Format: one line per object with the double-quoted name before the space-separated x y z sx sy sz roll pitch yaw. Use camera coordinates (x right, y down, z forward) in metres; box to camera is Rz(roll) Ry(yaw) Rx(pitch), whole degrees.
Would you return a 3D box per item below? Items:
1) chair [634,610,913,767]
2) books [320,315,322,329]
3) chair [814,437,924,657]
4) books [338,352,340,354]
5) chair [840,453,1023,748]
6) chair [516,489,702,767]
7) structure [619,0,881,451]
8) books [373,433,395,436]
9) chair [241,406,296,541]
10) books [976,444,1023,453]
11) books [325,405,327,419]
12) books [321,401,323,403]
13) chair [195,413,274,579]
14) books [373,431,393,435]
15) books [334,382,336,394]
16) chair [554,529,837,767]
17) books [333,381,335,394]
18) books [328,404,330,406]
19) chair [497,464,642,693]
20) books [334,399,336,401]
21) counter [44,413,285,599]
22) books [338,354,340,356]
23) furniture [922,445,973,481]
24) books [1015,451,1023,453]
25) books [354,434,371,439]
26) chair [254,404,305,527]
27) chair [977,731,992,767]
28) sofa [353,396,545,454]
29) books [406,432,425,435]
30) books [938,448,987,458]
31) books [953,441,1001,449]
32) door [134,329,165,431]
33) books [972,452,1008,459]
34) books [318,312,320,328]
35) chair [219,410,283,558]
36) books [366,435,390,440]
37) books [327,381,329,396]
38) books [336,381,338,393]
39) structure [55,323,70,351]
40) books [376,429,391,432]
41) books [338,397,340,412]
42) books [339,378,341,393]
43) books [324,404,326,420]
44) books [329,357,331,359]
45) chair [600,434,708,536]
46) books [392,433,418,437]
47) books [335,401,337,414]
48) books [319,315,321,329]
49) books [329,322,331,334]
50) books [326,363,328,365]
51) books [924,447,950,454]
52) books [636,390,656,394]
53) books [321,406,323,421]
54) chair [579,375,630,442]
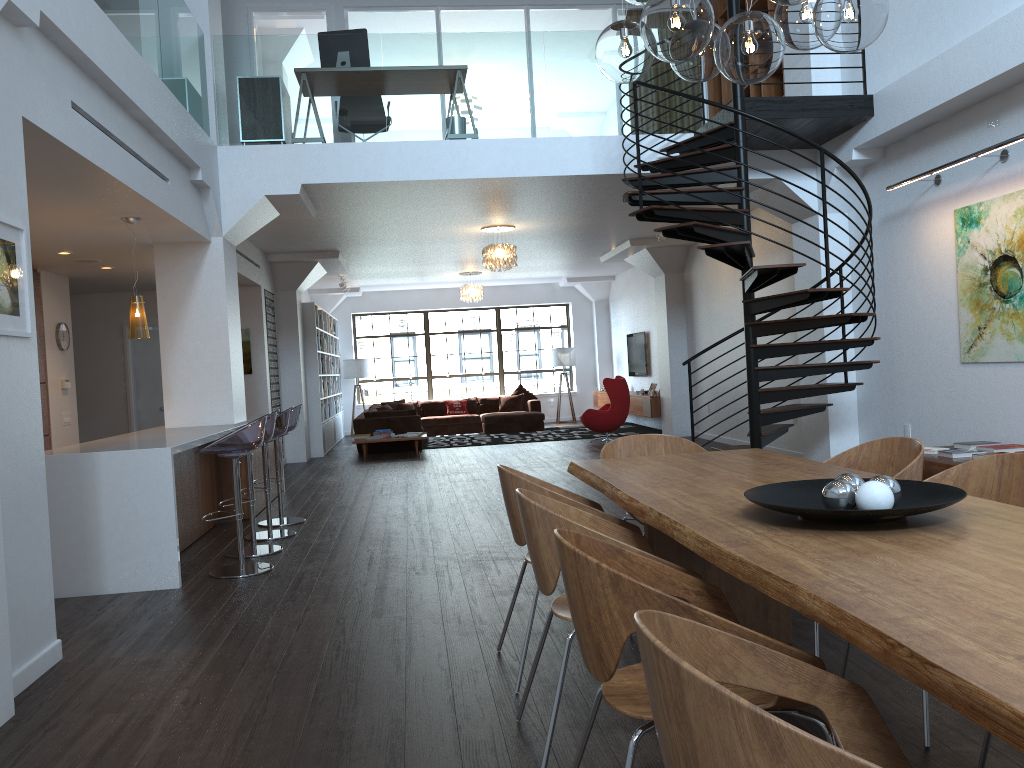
"chair" 0.502 0.757 1.328 0.618 0.833 0.629 -3 1 -7
"books" -3.290 -1.026 14.878 0.182 0.255 0.077 -3 1 -7
"chair" 1.428 0.658 3.755 0.617 0.830 0.629 -3 1 -7
"books" -3.662 -0.617 18.008 0.284 0.033 0.197 -3 1 8
"chair" 1.511 0.669 2.992 0.618 0.833 0.629 -3 1 -5
"chair" 0.325 0.739 2.849 0.618 0.833 0.629 -3 1 -7
"structure" 1.947 -1.200 7.391 1.998 4.352 1.998 -2 1 44
"books" -1.999 0.794 13.806 0.312 0.037 0.216 -4 1 -17
"chair" -1.945 0.697 7.020 0.481 1.014 0.530 -3 1 -9
"books" 3.395 0.449 6.115 0.283 0.043 0.197 -3 1 -7
"books" -3.209 0.481 14.885 0.174 0.236 0.142 -3 1 -7
"books" -3.113 0.297 14.034 0.223 0.027 0.161 -3 1 3
"chair" -1.787 0.712 5.761 0.481 1.014 0.530 -3 1 -5
"books" -2.006 0.759 13.809 0.279 0.035 0.191 -3 1 3
"books" -3.459 0.086 16.928 0.161 0.222 0.084 -3 1 -7
"chair" 0.413 0.748 2.091 0.618 0.833 0.629 -3 1 -7
"books" -3.412 0.075 16.549 0.182 0.253 0.098 -3 1 -7
"books" -3.310 0.472 15.775 0.140 0.231 0.042 -3 1 -7
"chair" 0.253 0.729 3.626 0.618 0.833 0.629 -3 1 -8
"books" -3.442 0.429 16.888 0.176 0.290 0.036 -3 1 -7
"counter" -1.659 0.778 6.101 3.039 0.860 8.182 -4 1 -36
"books" -3.660 -0.583 18.009 0.284 0.035 0.197 -3 1 23
"furniture" 3.238 0.705 5.963 0.907 0.453 1.819 -3 1 -7
"books" 3.436 0.457 5.786 0.224 0.036 0.161 -3 1 -12
"books" -2.307 0.810 13.711 0.241 0.045 0.334 -3 1 -5
"chair" -2.018 0.690 7.647 0.481 1.014 0.530 -3 1 -5
"chair" 1.618 0.677 2.235 0.618 0.833 0.629 -3 1 -7
"sofa" -1.014 0.651 16.192 3.481 0.664 4.197 -3 1 -7
"books" -1.509 0.767 13.795 0.256 0.035 0.350 -3 1 19
"books" 3.065 0.471 6.036 0.247 0.040 0.185 -3 1 -3
"books" 3.377 0.446 6.434 0.254 0.044 0.183 -3 1 -12
"door" -5.249 0.268 12.414 0.826 2.032 0.174 -3 1 -7
"books" 3.153 0.472 5.779 0.224 0.032 0.161 -3 1 -7
"books" -3.268 -1.039 14.585 0.197 0.290 0.136 -3 1 -7
"chair" -1.888 0.706 6.386 0.481 1.014 0.530 -3 1 -9
"books" -2.022 0.804 13.399 0.236 0.035 0.340 -3 1 18
"books" -3.291 0.086 15.485 0.183 0.253 0.034 -3 1 -7
"books" -3.535 0.063 17.501 0.183 0.253 0.042 -3 1 -7
"structure" -4.822 -0.509 9.523 0.040 0.300 0.300 -3 1 -7
"books" -2.003 0.727 13.807 0.224 0.027 0.157 -3 1 -2
"books" -3.550 0.419 17.773 0.176 0.290 0.053 -3 1 -7
"books" -3.611 0.036 18.203 0.176 0.290 0.053 -3 1 -7
"books" -3.199 0.473 14.796 0.183 0.253 0.042 -3 1 -7
"books" -3.401 -0.458 16.002 0.224 0.030 0.161 -3 1 3
"chair" 0.765 0.684 4.441 0.629 0.833 0.618 -3 1 -12
"books" -1.623 0.779 13.436 0.342 0.040 0.231 -3 1 33
"books" -3.428 0.448 16.855 0.183 0.253 0.034 -3 1 -7
"books" -3.263 -1.022 14.691 0.182 0.253 0.098 -3 1 -7
"books" -3.510 -1.044 16.723 0.171 0.246 0.057 -3 1 -7
"books" -3.360 -0.345 15.650 0.183 0.042 0.253 -3 1 -7
"books" 2.979 0.476 6.348 0.161 0.031 0.223 -4 1 -29
"books" 2.389 0.148 15.844 0.250 0.053 0.400 -3 1 -7
"books" -3.133 0.481 14.201 0.180 0.251 0.048 -3 1 -7
"chair" 1.463 0.382 13.928 0.801 1.006 0.798 -3 1 19
